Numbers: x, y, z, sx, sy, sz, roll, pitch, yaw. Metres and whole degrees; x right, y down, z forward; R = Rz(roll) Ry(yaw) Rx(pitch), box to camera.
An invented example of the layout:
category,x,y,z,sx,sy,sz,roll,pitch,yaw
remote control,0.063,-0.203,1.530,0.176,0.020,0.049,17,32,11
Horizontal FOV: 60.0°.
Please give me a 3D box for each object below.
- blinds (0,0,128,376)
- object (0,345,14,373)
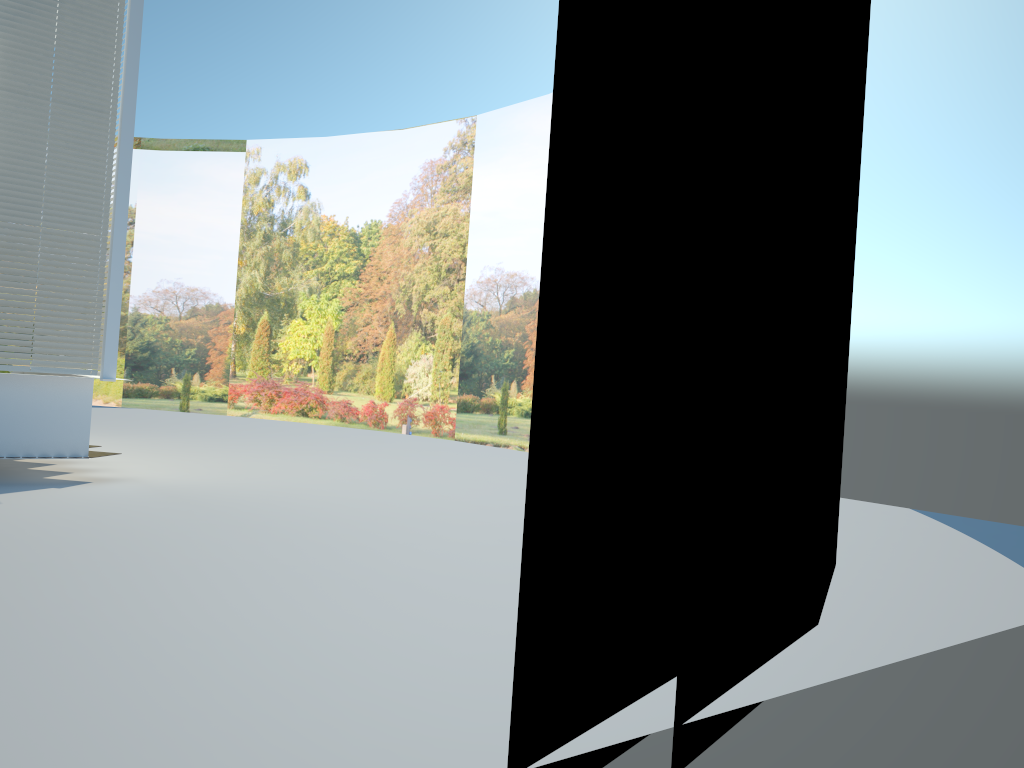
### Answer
category,x,y,z,sx,sy,sz,roll,pitch,yaw
blinds,-4.965,-2.270,10.105,1.219,4.266,3.919,4,0,-20
object,-6.487,-0.029,10.559,1.121,1.199,1.025,4,0,29
